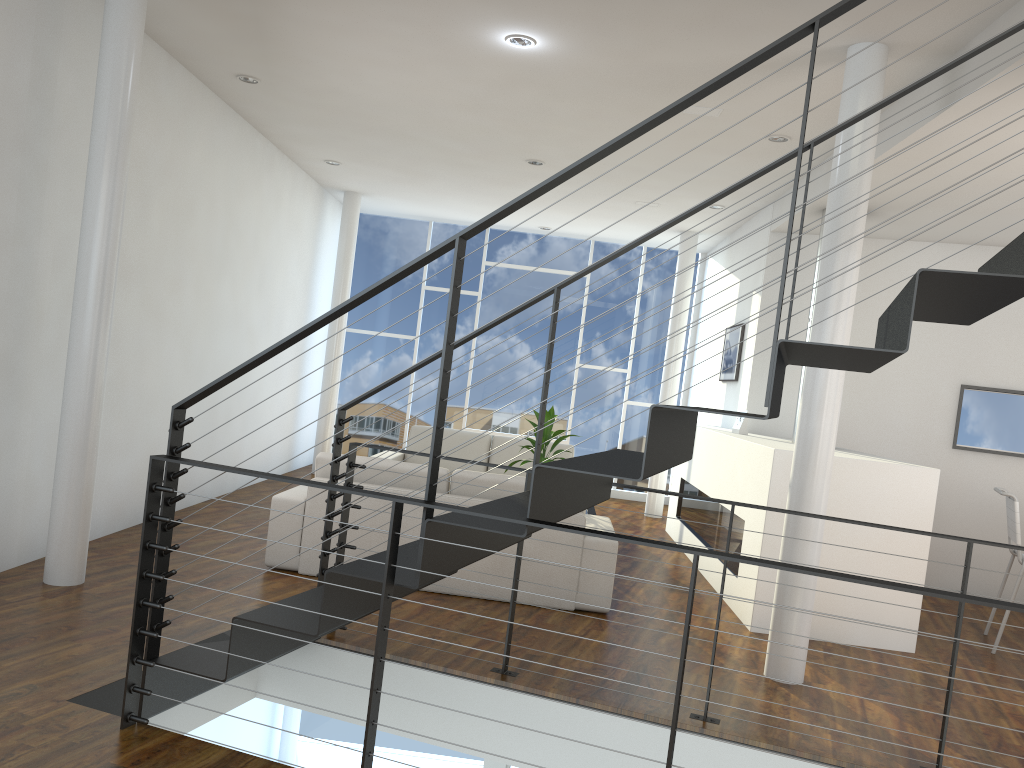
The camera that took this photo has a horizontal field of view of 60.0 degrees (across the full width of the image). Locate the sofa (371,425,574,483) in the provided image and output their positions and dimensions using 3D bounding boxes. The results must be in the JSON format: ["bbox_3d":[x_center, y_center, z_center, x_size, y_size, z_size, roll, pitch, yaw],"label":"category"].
[{"bbox_3d":[-0.200,0.665,6.556,1.610,0.566,0.802,7,1,3],"label":"sofa"}]

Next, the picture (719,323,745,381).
[{"bbox_3d":[1.640,-0.228,6.624,0.020,0.416,0.575,7,1,2],"label":"picture"}]

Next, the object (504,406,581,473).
[{"bbox_3d":[0.214,0.423,5.407,0.432,0.601,0.457,7,1,-13],"label":"object"}]

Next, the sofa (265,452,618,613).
[{"bbox_3d":[-0.297,0.668,4.421,1.610,0.566,0.802,7,1,3],"label":"sofa"}]

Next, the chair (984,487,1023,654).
[{"bbox_3d":[2.606,0.931,4.291,0.554,0.765,0.428,8,2,24],"label":"chair"}]

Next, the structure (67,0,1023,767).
[{"bbox_3d":[1.054,0.663,2.176,4.357,6.302,1.094,7,2,18],"label":"structure"}]

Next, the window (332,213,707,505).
[{"bbox_3d":[0.197,-1.818,8.431,3.415,5.639,0.090,7,2,2],"label":"window"}]

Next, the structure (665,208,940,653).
[{"bbox_3d":[1.638,0.085,5.374,0.750,2.207,2.749,7,1,2],"label":"structure"}]

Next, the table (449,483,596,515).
[{"bbox_3d":[-0.307,0.805,5.483,1.608,0.285,0.661,7,1,3],"label":"table"}]

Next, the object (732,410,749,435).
[{"bbox_3d":[1.430,0.236,5.528,0.061,0.151,0.100,7,1,-11],"label":"object"}]

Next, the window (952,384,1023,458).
[{"bbox_3d":[3.778,0.327,5.342,2.022,0.408,0.165,7,2,18],"label":"window"}]
